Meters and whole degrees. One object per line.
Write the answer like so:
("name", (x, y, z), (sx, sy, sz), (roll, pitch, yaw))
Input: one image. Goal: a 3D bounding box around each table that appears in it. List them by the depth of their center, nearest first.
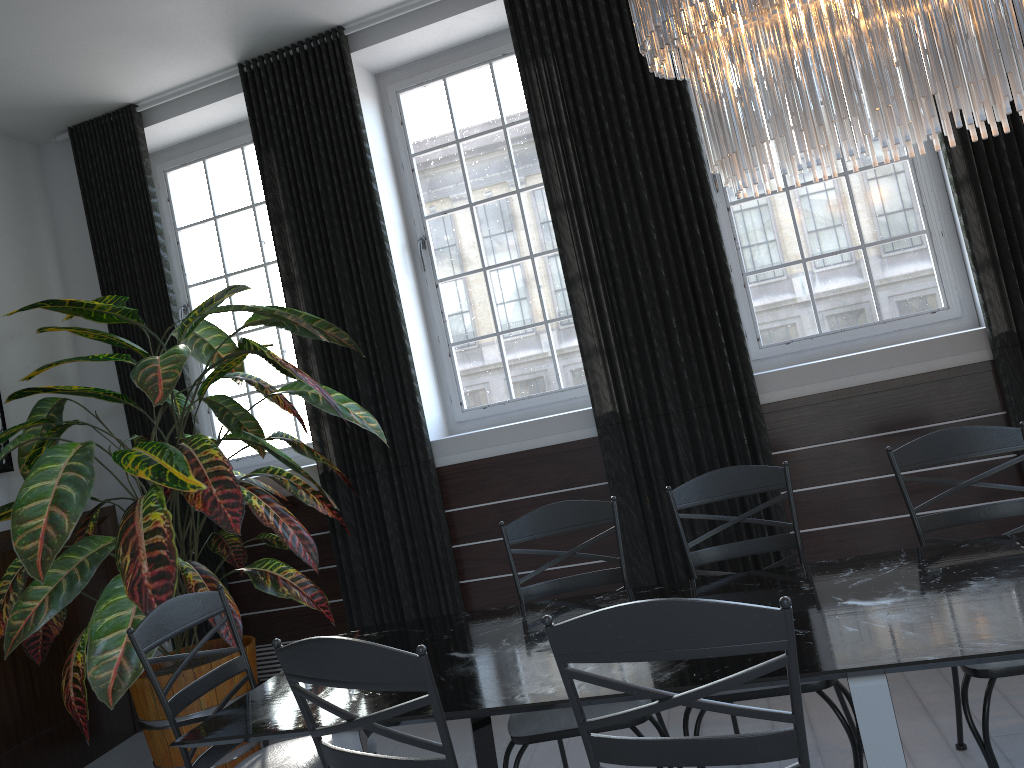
("table", (2.200, 0.552, 1.630), (1.991, 0.698, 0.891), (-12, -2, 16))
("table", (0.329, 0.961, 2.194), (1.991, 0.698, 0.891), (-12, -2, 16))

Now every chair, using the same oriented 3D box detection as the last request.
("chair", (0.381, 0.810, 1.627), (0.495, 0.966, 0.504), (-13, -3, 19))
("chair", (-0.119, 0.921, 1.833), (0.494, 0.966, 0.504), (-14, -4, 36))
("chair", (1.409, 0.607, 2.473), (0.490, 0.958, 0.503), (-13, -3, 11))
("chair", (-0.671, 1.054, 2.530), (0.502, 0.966, 0.496), (-13, -3, 18))
("chair", (0.753, 0.756, 2.685), (0.495, 0.966, 0.504), (-13, -3, 20))
("chair", (0.219, 0.870, 2.699), (0.495, 0.966, 0.503), (-13, -3, 14))

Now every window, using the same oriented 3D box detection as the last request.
("window", (1.368, -1.116, 4.105), (1.031, 1.995, 0.133), (-13, -4, 18))
("window", (-0.059, -0.803, 4.571), (1.031, 1.995, 0.133), (-13, -4, 18))
("window", (-1.487, -0.490, 5.036), (1.031, 1.995, 0.133), (-13, -4, 18))

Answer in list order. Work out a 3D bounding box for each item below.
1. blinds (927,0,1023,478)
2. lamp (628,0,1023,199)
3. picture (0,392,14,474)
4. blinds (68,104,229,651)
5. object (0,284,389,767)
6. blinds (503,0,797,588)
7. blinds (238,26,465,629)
("blinds", (2.070, -0.708, 3.450), (0.603, 3.321, 0.111), (-13, -4, 18))
("lamp", (0.827, -1.346, 2.040), (1.269, 1.629, 0.441), (-13, -4, 17))
("picture", (-2.855, -0.169, 3.109), (0.037, 1.282, 2.591), (-13, -2, 12))
("blinds", (-1.891, 0.162, 4.760), (0.454, 3.321, 0.102), (-13, -4, 17))
("object", (-1.446, 0.581, 3.805), (1.798, 2.248, 1.746), (-15, -4, 44))
("blinds", (0.606, -0.387, 3.926), (0.737, 3.321, 0.111), (-13, -4, 18))
("blinds", (-0.781, -0.082, 4.381), (0.622, 3.321, 0.099), (-13, -4, 18))
